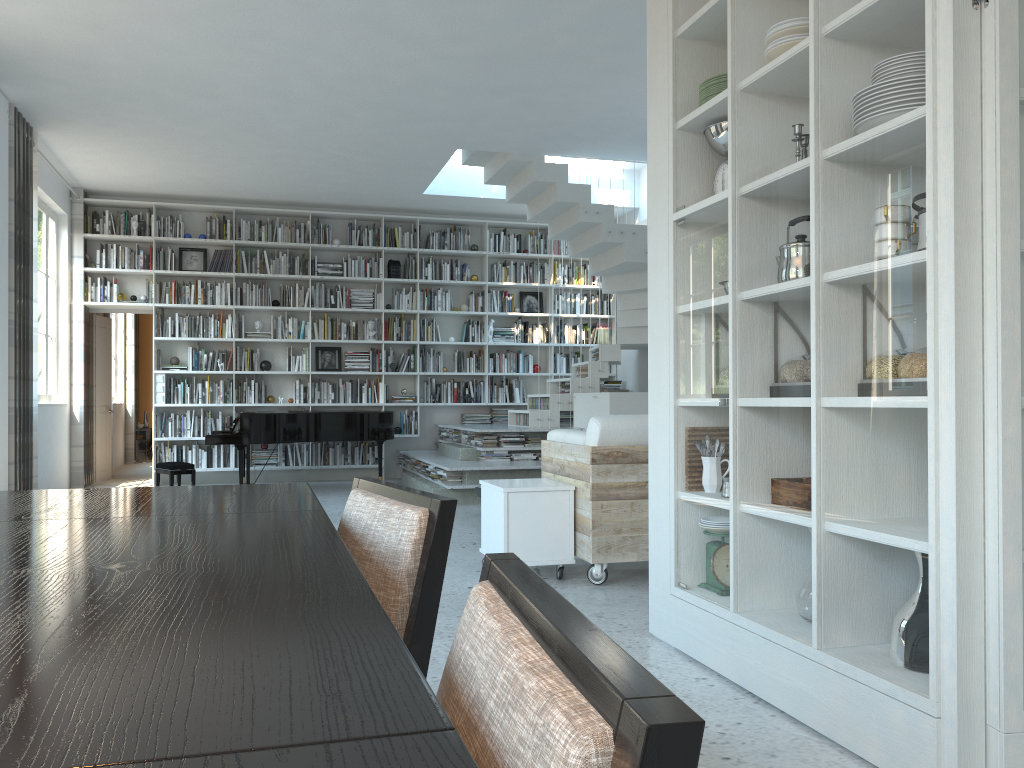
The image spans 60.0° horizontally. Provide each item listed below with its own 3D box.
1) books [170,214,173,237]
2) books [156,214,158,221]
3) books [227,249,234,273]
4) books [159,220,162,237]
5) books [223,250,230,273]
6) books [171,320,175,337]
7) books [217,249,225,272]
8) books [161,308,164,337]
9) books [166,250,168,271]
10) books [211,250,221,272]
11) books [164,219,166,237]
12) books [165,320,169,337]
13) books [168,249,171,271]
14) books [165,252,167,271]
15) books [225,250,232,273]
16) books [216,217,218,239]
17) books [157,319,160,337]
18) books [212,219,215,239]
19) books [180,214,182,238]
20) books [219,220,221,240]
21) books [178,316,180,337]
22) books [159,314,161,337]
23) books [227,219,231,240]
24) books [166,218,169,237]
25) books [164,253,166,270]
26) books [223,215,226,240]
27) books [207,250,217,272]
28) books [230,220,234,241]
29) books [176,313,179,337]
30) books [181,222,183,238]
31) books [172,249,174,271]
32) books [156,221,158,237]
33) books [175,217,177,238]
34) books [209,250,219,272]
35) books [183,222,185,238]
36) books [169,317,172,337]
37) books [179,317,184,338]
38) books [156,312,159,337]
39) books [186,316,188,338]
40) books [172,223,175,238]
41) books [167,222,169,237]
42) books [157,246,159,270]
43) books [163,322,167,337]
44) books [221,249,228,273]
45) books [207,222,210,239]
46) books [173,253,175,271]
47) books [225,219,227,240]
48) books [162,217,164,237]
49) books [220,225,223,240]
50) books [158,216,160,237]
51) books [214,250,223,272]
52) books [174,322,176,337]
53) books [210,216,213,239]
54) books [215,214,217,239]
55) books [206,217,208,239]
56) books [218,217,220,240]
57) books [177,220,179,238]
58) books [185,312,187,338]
[{"bbox_3d":[-3.819,-1.752,9.958,0.015,0.279,0.190,0,-1,-16],"label":"books"},{"bbox_3d":[-3.982,-1.754,9.941,0.007,0.285,0.159,0,-1,-16],"label":"books"},{"bbox_3d":[-3.220,-1.386,10.144,0.078,0.285,0.174,0,-1,-16],"label":"books"},{"bbox_3d":[-3.940,-1.717,9.950,0.032,0.210,0.158,0,-1,-16],"label":"books"},{"bbox_3d":[-3.269,-1.385,10.150,0.078,0.285,0.174,0,-1,-16],"label":"books"},{"bbox_3d":[-3.805,-0.612,9.951,0.028,0.203,0.188,0,-1,-16],"label":"books"},{"bbox_3d":[-3.316,-1.383,10.111,0.097,0.282,0.174,0,-1,-16],"label":"books"},{"bbox_3d":[-3.908,-0.677,9.924,0.012,0.333,0.184,0,-1,-16],"label":"books"},{"bbox_3d":[-3.864,-1.367,9.957,0.019,0.244,0.153,0,-1,-16],"label":"books"},{"bbox_3d":[-3.367,-1.381,10.098,0.110,0.279,0.174,0,-1,-16],"label":"books"},{"bbox_3d":[-3.887,-1.724,9.955,0.013,0.225,0.177,0,-1,-16],"label":"books"},{"bbox_3d":[-3.868,-0.614,9.961,0.042,0.209,0.143,0,-1,-16],"label":"books"},{"bbox_3d":[-3.836,-1.374,9.953,0.023,0.258,0.183,0,-1,-16],"label":"books"},{"bbox_3d":[-3.872,-1.354,9.943,0.018,0.218,0.186,0,-1,-16],"label":"books"},{"bbox_3d":[-3.246,-1.385,10.151,0.078,0.285,0.174,0,-1,-16],"label":"books"},{"bbox_3d":[-3.363,-1.752,10.113,0.013,0.283,0.166,0,-1,-16],"label":"books"},{"bbox_3d":[-3.954,-0.614,9.931,0.026,0.209,0.155,0,-1,-16],"label":"books"},{"bbox_3d":[-3.393,-1.735,10.092,0.028,0.249,0.155,0,-1,-16],"label":"books"},{"bbox_3d":[-3.739,-1.758,10.022,0.015,0.293,0.131,0,-1,-16],"label":"books"},{"bbox_3d":[-3.336,-1.737,10.139,0.013,0.254,0.129,0,-1,-16],"label":"books"},{"bbox_3d":[-3.748,-0.632,9.981,0.011,0.246,0.176,0,-1,-16],"label":"books"},{"bbox_3d":[-3.927,-0.643,9.921,0.027,0.266,0.176,0,-1,-16],"label":"books"},{"bbox_3d":[-3.237,-1.737,10.141,0.031,0.254,0.178,0,-1,-16],"label":"books"},{"bbox_3d":[-3.874,-1.733,9.963,0.016,0.243,0.156,0,-1,-16],"label":"books"},{"bbox_3d":[-3.896,-1.352,9.974,0.012,0.214,0.132,0,-1,-16],"label":"books"},{"bbox_3d":[-3.282,-1.759,10.118,0.025,0.297,0.163,0,-1,-16],"label":"books"},{"bbox_3d":[-3.413,-1.380,10.094,0.110,0.279,0.174,0,-1,-16],"label":"books"},{"bbox_3d":[-3.206,-1.735,10.165,0.039,0.252,0.146,0,-1,-16],"label":"books"},{"bbox_3d":[-3.767,-0.650,9.985,0.023,0.281,0.174,0,-1,-16],"label":"books"},{"bbox_3d":[-3.721,-1.712,10.009,0.014,0.202,0.170,0,-1,-16],"label":"books"},{"bbox_3d":[-3.811,-1.372,9.968,0.012,0.254,0.166,0,-1,-16],"label":"books"},{"bbox_3d":[-3.969,-1.714,9.936,0.017,0.204,0.142,0,-1,-16],"label":"books"},{"bbox_3d":[-3.787,-1.738,9.992,0.013,0.253,0.129,0,-1,-16],"label":"books"},{"bbox_3d":[-3.394,-1.380,10.109,0.110,0.279,0.174,0,-1,-16],"label":"books"},{"bbox_3d":[-3.711,-1.716,10.022,0.013,0.210,0.136,0,-1,-16],"label":"books"},{"bbox_3d":[-3.832,-0.627,9.954,0.022,0.235,0.177,0,-1,-16],"label":"books"},{"bbox_3d":[-3.725,-0.630,10.012,0.049,0.243,0.139,0,-1,-16],"label":"books"},{"bbox_3d":[-3.975,-0.652,9.935,0.012,0.285,0.159,0,-1,-16],"label":"books"},{"bbox_3d":[-3.659,-0.633,10.001,0.021,0.247,0.189,0,-1,-16],"label":"books"},{"bbox_3d":[-3.804,-1.703,9.981,0.026,0.182,0.161,0,-1,-16],"label":"books"},{"bbox_3d":[-3.863,-1.708,9.976,0.014,0.192,0.146,0,-1,-16],"label":"books"},{"bbox_3d":[-3.963,-1.388,9.932,0.006,0.287,0.148,0,-1,-16],"label":"books"},{"bbox_3d":[-3.886,-0.601,9.936,0.037,0.182,0.189,0,-1,-16],"label":"books"},{"bbox_3d":[-3.290,-1.385,10.139,0.078,0.285,0.174,0,-1,-16],"label":"books"},{"bbox_3d":[-3.445,-1.720,10.084,0.028,0.218,0.153,0,-1,-16],"label":"books"},{"bbox_3d":[-3.797,-1.352,9.964,0.012,0.214,0.185,0,-1,-16],"label":"books"},{"bbox_3d":[-3.266,-1.740,10.147,0.022,0.260,0.152,0,-1,-16],"label":"books"},{"bbox_3d":[-3.916,-1.737,9.949,0.012,0.249,0.180,0,-1,-16],"label":"books"},{"bbox_3d":[-3.310,-1.705,10.121,0.027,0.190,0.177,0,-1,-16],"label":"books"},{"bbox_3d":[-3.959,-1.741,9.945,0.007,0.259,0.156,0,-1,-16],"label":"books"},{"bbox_3d":[-3.350,-1.380,10.122,0.110,0.279,0.174,0,-1,-16],"label":"books"},{"bbox_3d":[-3.794,-0.603,10.000,0.021,0.187,0.129,0,-1,-16],"label":"books"},{"bbox_3d":[-3.419,-1.750,10.086,0.024,0.279,0.188,0,-1,-16],"label":"books"},{"bbox_3d":[-3.380,-1.770,10.124,0.014,0.321,0.136,0,-1,-16],"label":"books"},{"bbox_3d":[-3.468,-1.749,10.090,0.013,0.278,0.151,0,-1,-16],"label":"books"},{"bbox_3d":[-3.339,-1.748,10.108,0.011,0.274,0.183,0,-1,-16],"label":"books"},{"bbox_3d":[-3.754,-1.719,9.984,0.021,0.214,0.173,0,-1,-16],"label":"books"},{"bbox_3d":[-3.677,-0.656,10.004,0.011,0.293,0.183,0,-1,-16],"label":"books"}]
